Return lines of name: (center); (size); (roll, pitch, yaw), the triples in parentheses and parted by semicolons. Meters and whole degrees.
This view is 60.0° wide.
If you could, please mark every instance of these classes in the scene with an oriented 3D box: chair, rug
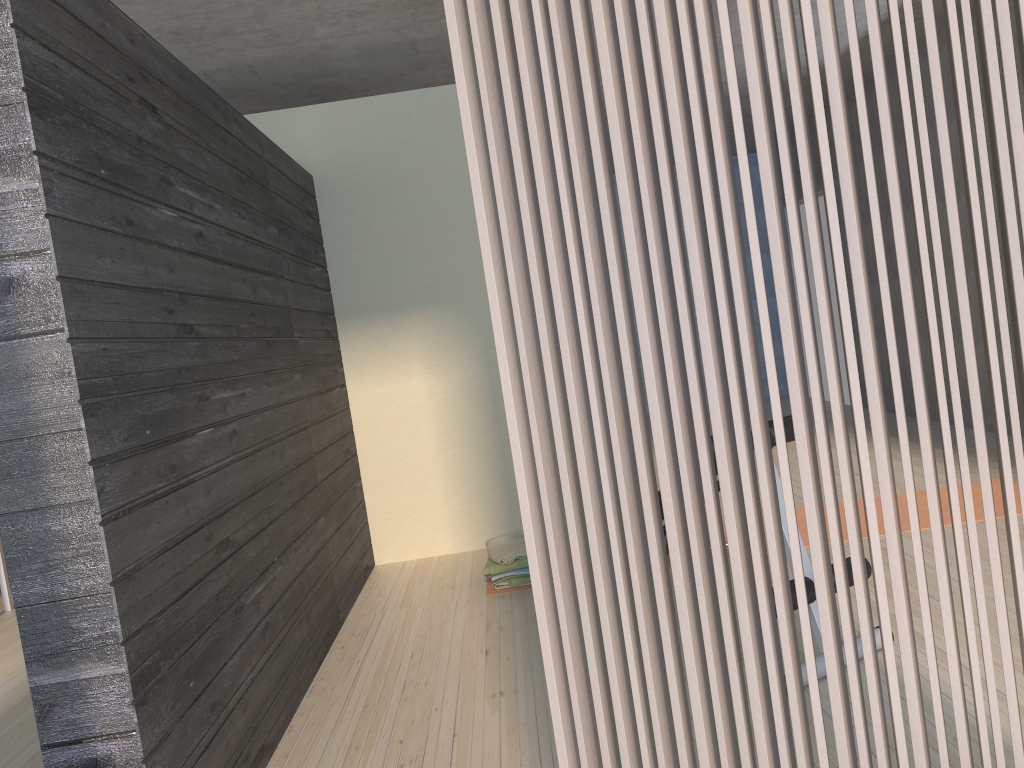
chair: (-3.164, 1.008, 4.944); (0.457, 0.697, 0.417); (-9, 3, -1)
rug: (1.252, 0.725, 4.351); (2.779, 0.002, 0.716); (-9, 3, 0)

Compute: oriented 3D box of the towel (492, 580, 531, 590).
towel: (0.089, 0.884, 4.216); (0.376, 0.044, 0.371); (-9, 3, -2)

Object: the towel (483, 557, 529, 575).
towel: (0.057, 0.806, 4.176); (0.376, 0.085, 0.371); (-8, 3, 4)

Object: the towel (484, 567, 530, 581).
towel: (0.086, 0.838, 4.187); (0.383, 0.078, 0.383); (-8, 3, 16)

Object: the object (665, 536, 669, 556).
object: (0.742, 0.719, 4.125); (0.385, 0.176, 0.176); (-10, 4, -29)

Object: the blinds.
blinds: (0.497, -0.382, 1.310); (1.133, 2.744, 0.069); (-9, 3, 0)

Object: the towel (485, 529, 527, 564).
towel: (0.069, 0.748, 4.191); (0.384, 0.123, 0.373); (-9, 3, -17)

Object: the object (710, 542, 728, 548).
object: (0.898, 0.718, 3.908); (0.385, 0.176, 0.176); (-9, 3, -9)

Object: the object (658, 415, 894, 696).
object: (0.591, 0.510, 3.174); (0.505, 0.746, 1.312); (-10, 4, -31)

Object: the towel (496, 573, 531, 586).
towel: (0.105, 0.859, 4.207); (0.380, 0.081, 0.367); (-9, 3, -3)
